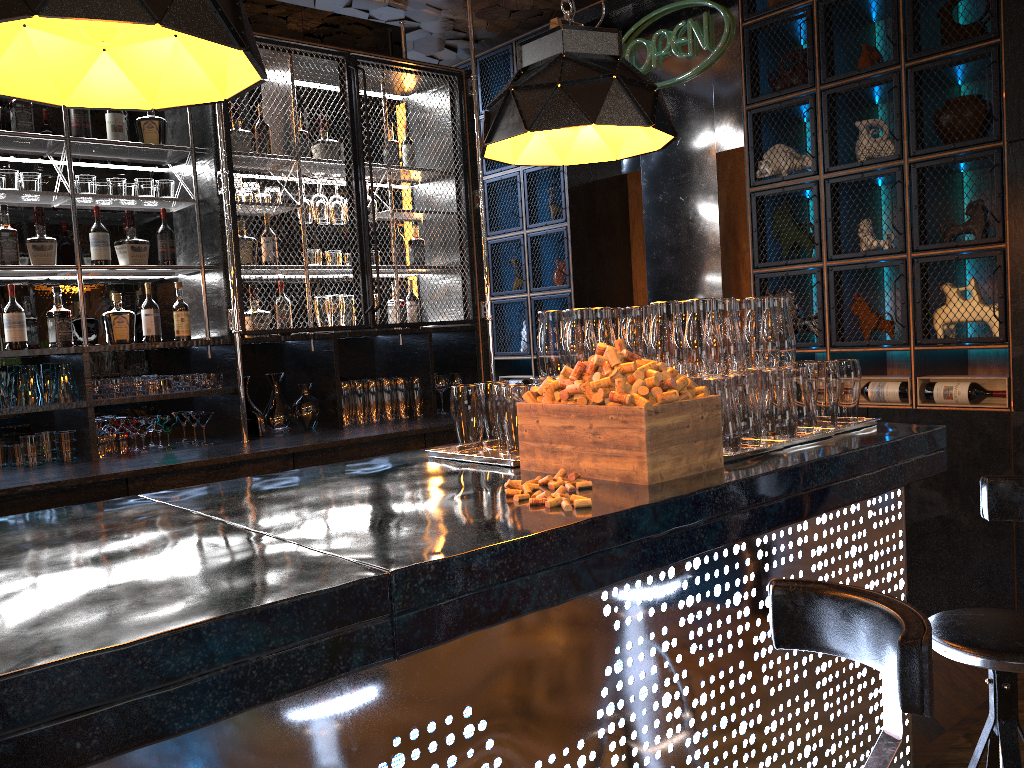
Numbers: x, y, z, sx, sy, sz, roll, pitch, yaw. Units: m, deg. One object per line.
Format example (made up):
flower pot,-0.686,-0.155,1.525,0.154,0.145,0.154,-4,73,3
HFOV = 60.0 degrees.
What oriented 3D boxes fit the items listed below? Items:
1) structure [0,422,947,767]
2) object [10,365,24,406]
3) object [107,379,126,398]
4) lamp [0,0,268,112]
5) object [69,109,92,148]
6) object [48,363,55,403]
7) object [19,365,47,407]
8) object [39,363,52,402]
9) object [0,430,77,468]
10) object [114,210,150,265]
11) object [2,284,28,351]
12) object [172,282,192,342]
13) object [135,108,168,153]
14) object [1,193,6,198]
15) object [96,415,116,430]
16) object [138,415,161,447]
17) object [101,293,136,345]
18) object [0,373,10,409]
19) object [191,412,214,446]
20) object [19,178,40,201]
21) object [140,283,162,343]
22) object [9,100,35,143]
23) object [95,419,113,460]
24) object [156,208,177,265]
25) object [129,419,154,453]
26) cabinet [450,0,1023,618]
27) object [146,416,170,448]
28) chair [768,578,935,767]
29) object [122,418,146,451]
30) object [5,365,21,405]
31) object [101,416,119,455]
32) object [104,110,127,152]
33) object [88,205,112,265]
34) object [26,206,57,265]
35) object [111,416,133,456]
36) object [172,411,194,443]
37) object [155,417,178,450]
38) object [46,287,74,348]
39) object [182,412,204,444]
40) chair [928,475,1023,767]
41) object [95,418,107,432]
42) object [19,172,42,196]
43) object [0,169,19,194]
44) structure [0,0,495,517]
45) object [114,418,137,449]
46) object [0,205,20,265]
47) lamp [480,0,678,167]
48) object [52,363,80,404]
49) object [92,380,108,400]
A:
structure,-1.322,0.699,1.226,6.009,1.685,1.214,-6,5,-40
object,-2.137,0.005,3.875,0.101,0.172,0.115,-4,4,-11
object,-1.807,0.020,4.055,0.084,0.082,0.084,-6,5,-40
lamp,-0.826,-1.376,1.649,0.582,1.564,0.607,-6,5,-40
object,-2.013,-1.259,4.130,0.086,0.299,0.086,-3,4,8
object,-2.026,-0.007,3.966,0.101,0.172,0.115,-1,4,34
object,-2.050,0.006,3.781,0.101,0.172,0.115,-1,4,34
object,-2.115,-0.007,4.057,0.115,0.172,0.101,-6,4,-31
object,-2.124,0.291,3.928,0.356,0.134,0.206,-6,4,-33
object,-1.831,-0.694,4.268,0.123,0.279,0.123,-1,4,38
object,-2.224,-0.297,3.962,0.086,0.298,0.086,-3,4,8
object,-1.657,-0.360,4.439,0.080,0.299,0.080,-6,4,-38
object,-1.763,-1.260,4.339,0.151,0.248,0.094,-4,4,-12
object,-2.310,-0.882,3.965,0.089,0.092,0.089,-7,5,-41
object,-1.939,0.240,4.256,0.089,0.174,0.089,-3,4,10
object,-1.797,0.235,4.410,0.106,0.148,0.106,-4,4,-1
object,-1.882,-0.309,4.245,0.151,0.248,0.094,-6,4,-32
object,-2.164,0.018,3.695,0.115,0.172,0.101,-4,4,-11
object,-1.504,0.220,4.327,0.107,0.152,0.107,-4,4,-15
object,-2.219,-0.894,4.081,0.089,0.092,0.089,-2,4,24
object,-1.776,-0.348,4.354,0.086,0.298,0.086,-3,4,8
object,-2.196,-1.229,3.968,0.083,0.282,0.083,-6,5,-40
object,-1.850,0.251,3.998,0.089,0.174,0.089,-3,4,10
object,-1.715,-0.720,4.391,0.086,0.299,0.086,-3,4,8
object,-1.731,0.246,4.159,0.106,0.148,0.106,-5,4,-22
cabinet,1.189,-0.621,5.309,0.691,3.514,4.416,-6,5,-40
object,-1.720,0.235,4.325,0.106,0.148,0.106,-4,4,-12
chair,0.383,0.883,1.278,0.476,1.108,0.419,-5,4,-26
object,-1.806,0.245,4.249,0.106,0.148,0.106,-4,4,-8
object,-2.217,0.005,3.964,0.101,0.172,0.115,-6,4,-36
object,-1.887,0.242,4.173,0.089,0.174,0.089,-3,4,10
object,-1.906,-1.273,4.258,0.086,0.298,0.086,-3,4,8
object,-1.952,-0.693,4.192,0.086,0.298,0.086,-3,4,8
object,-2.129,-0.660,4.012,0.123,0.279,0.123,-5,4,-27
object,-1.807,0.241,4.113,0.089,0.174,0.089,-3,4,10
object,-1.669,0.219,4.510,0.107,0.152,0.107,-6,4,-35
object,-1.644,0.236,4.237,0.106,0.148,0.106,-6,4,-31
object,-2.081,-0.305,4.075,0.083,0.282,0.083,-1,4,34
object,-1.581,0.219,4.415,0.107,0.152,0.107,-5,4,-26
chair,1.133,0.793,2.010,0.476,1.108,0.419,-6,4,-31
object,-1.903,0.249,4.077,0.089,0.174,0.089,-3,4,10
object,-2.147,-0.891,3.960,0.089,0.092,0.089,-3,4,4
object,-2.199,-0.883,3.870,0.089,0.092,0.089,-3,4,13
structure,-2.768,-0.273,3.240,6.750,3.553,1.143,-6,5,-40
object,-1.884,0.244,4.337,0.106,0.148,0.106,-5,4,-22
object,-2.243,-0.651,3.933,0.083,0.282,0.083,-6,5,-40
lamp,0.150,-1.496,2.646,0.582,1.564,0.607,-6,5,-40
object,-1.955,-0.006,3.873,0.101,0.172,0.115,-4,4,-11
object,-1.870,0.027,4.004,0.084,0.082,0.084,0,5,42
